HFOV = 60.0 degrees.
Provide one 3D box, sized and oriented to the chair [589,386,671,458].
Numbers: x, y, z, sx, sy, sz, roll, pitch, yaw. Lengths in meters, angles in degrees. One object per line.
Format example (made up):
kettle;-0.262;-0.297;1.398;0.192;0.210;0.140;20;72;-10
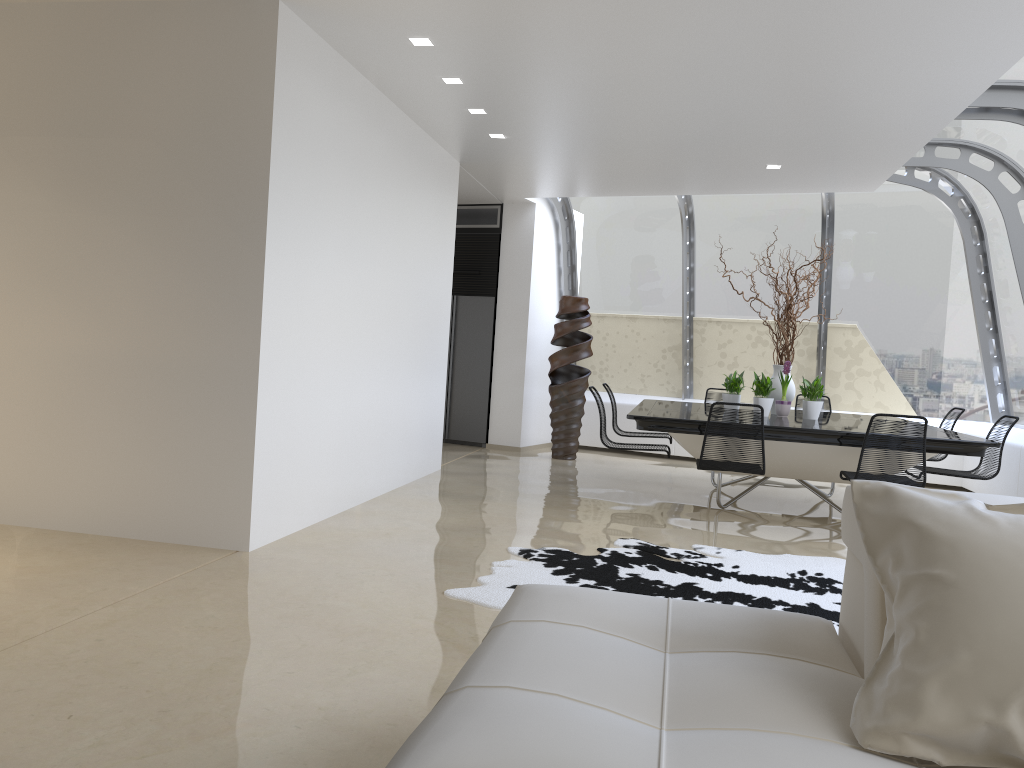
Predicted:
chair;0.962;0.301;7.232;0.688;0.519;0.446;4;2;11

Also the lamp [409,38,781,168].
lamp;-3.352;-2.114;3.813;9.775;0.004;9.928;4;2;11

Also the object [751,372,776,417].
object;2.070;0.082;7.334;0.215;0.369;0.284;6;3;44

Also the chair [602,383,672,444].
chair;1.202;0.275;8.486;0.688;0.519;0.446;4;2;11

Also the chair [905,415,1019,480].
chair;3.428;0.476;6.764;0.688;0.519;0.446;4;2;11

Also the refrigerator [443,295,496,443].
refrigerator;-0.668;-0.198;10.830;1.006;1.742;0.234;5;2;24

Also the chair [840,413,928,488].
chair;2.491;0.444;5.915;0.446;0.519;0.688;4;2;11

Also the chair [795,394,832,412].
chair;3.080;0.378;8.988;0.446;0.519;0.688;4;2;11

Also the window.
window;-2.854;-0.676;5.713;16.693;3.674;16.171;4;2;17

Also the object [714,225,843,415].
object;2.201;-0.512;7.617;1.031;1.549;1.135;4;2;3

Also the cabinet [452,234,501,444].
cabinet;-1.062;-0.582;11.339;2.252;2.558;0.831;5;2;25

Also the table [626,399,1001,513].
table;2.293;0.652;7.581;2.494;0.759;3.031;4;2;11

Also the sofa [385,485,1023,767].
sofa;1.194;0.773;0.345;3.257;0.866;4.169;4;2;11

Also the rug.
rug;1.346;1.078;4.317;3.220;0.008;2.705;4;2;11

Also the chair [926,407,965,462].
chair;3.668;0.449;8.017;0.688;0.519;0.446;4;2;11

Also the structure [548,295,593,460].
structure;0.642;-0.063;9.978;0.498;1.843;0.493;4;2;22

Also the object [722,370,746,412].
object;1.949;0.058;7.797;0.284;0.369;0.215;2;3;-41

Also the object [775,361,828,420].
object;2.433;0.052;7.400;0.417;0.476;0.238;5;2;39

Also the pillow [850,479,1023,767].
pillow;1.876;0.529;0.557;1.656;0.530;3.322;3;2;-19

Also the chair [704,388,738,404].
chair;2.173;0.314;9.161;0.446;0.519;0.688;4;2;11

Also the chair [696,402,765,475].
chair;1.513;0.375;6.101;0.446;0.519;0.688;4;2;11
